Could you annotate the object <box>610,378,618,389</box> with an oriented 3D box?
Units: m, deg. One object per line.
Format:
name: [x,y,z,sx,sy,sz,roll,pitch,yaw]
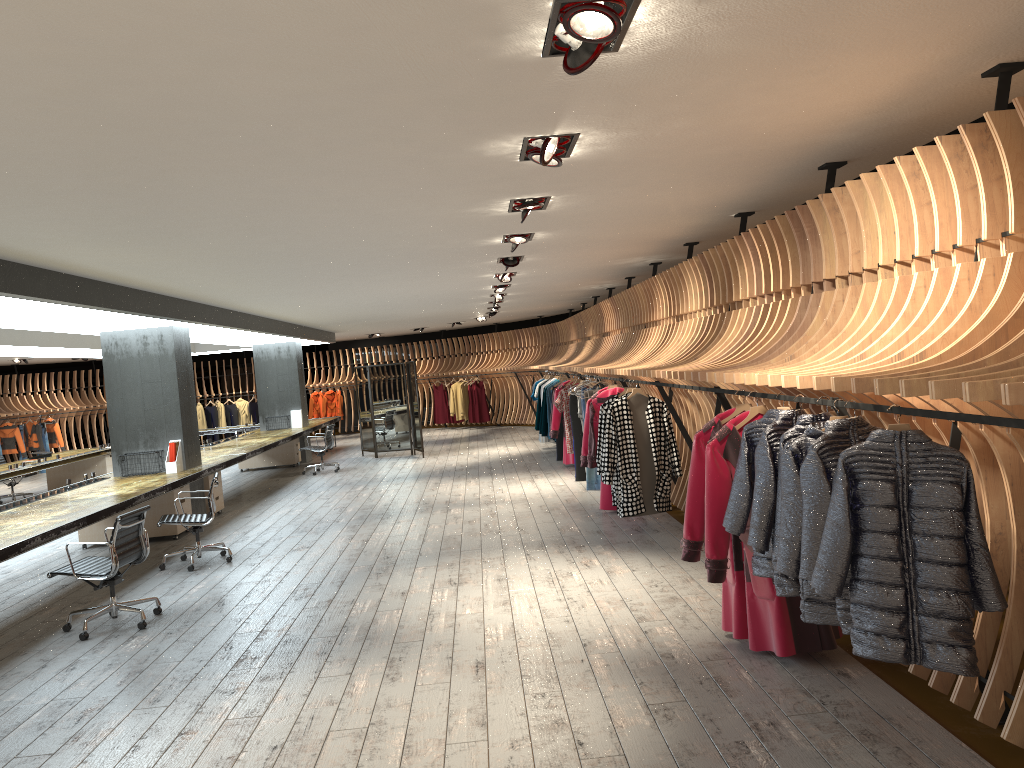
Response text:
object: [1.097,0.067,9.522,0.525,0.270,0.012,-5,1,28]

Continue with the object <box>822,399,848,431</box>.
object: [1.354,0.175,3.661,0.440,0.226,0.010,-5,1,23]

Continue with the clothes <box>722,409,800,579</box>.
clothes: [1.341,0.547,4.357,0.745,0.854,0.166,-4,1,43]

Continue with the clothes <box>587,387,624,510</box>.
clothes: [1.173,0.686,9.544,0.839,1.312,0.321,-5,1,27]

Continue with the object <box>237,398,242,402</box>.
object: [-7.781,0.453,25.401,0.525,0.270,0.012,-5,1,23]

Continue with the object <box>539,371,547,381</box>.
object: [0.723,-0.140,18.511,0.525,0.270,0.012,-6,1,-12]

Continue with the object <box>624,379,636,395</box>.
object: [1.146,0.090,8.460,0.525,0.270,0.012,-5,1,-2]

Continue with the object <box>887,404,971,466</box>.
object: [1.390,0.185,3.176,0.440,0.226,0.010,-4,1,38]

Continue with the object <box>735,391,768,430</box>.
object: [1.341,0.179,4.762,0.523,0.291,0.015,-5,1,8]

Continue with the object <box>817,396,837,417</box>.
object: [1.377,0.171,3.820,0.438,0.242,0.016,-5,1,23]

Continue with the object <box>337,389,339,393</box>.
object: [-5.028,0.197,25.626,0.012,0.270,0.525,-5,1,-22]

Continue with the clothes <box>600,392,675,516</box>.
clothes: [1.214,0.651,8.486,0.773,1.160,0.191,-5,1,-2]

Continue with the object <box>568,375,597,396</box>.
object: [1.013,0.003,12.118,0.525,0.270,0.012,-5,1,-2]

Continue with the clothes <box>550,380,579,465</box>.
clothes: [0.999,0.588,13.678,0.839,1.312,0.321,-5,1,7]

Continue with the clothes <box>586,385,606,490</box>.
clothes: [1.076,0.792,11.278,0.373,1.536,0.312,-5,1,9]

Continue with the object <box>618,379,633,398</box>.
object: [1.161,0.080,8.786,0.525,0.270,0.012,-5,1,18]

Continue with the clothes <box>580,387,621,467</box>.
clothes: [1.159,0.679,9.832,0.839,1.312,0.321,-5,1,17]

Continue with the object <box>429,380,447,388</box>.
object: [-2.045,-0.042,24.438,0.525,0.270,0.012,-5,1,-2]

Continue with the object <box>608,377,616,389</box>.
object: [1.119,0.056,9.846,0.525,0.270,0.012,-5,1,18]

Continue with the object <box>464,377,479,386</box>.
object: [-1.043,-0.110,23.553,0.525,0.270,0.012,-6,1,-27]

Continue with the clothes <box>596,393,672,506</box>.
clothes: [1.189,0.645,8.777,0.772,1.160,0.191,-5,1,18]

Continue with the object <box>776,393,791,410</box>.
object: [1.338,0.154,4.351,0.010,0.226,0.440,-6,1,-42]

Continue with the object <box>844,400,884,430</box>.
object: [1.390,0.182,3.543,0.438,0.244,0.010,-5,1,-2]

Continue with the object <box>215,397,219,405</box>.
object: [-8.359,0.513,25.198,0.525,0.270,0.012,-4,1,43]

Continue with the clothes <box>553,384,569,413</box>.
clothes: [1.007,0.492,13.058,0.760,1.020,0.188,-5,1,-2]

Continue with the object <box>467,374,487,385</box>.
object: [-0.933,-0.117,23.436,0.525,0.270,0.012,-5,1,-2]

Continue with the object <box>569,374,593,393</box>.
object: [0.996,-0.001,12.331,0.525,0.270,0.012,-4,1,38]

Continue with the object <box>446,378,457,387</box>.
object: [-1.584,-0.075,24.093,0.525,0.270,0.012,-6,1,-37]

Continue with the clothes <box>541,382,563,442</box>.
clothes: [0.926,0.466,15.513,0.913,1.081,0.238,-5,1,-3]

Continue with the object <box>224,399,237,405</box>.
object: [-8.070,0.484,25.293,0.525,0.270,0.012,-5,1,23]

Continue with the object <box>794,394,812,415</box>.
object: [1.350,0.160,4.115,0.440,0.226,0.010,-6,1,-12]

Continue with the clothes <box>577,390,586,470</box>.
clothes: [1.039,0.644,11.819,0.278,1.141,0.172,-5,1,5]

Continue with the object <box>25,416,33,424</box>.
object: [-11.861,0.923,21.803,0.525,0.270,0.012,-5,1,18]

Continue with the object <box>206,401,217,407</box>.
object: [-8.537,0.531,25.112,0.525,0.270,0.012,-4,1,33]

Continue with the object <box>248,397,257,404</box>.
object: [-7.416,0.415,25.497,0.012,0.270,0.525,-5,1,23]

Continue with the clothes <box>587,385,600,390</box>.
clothes: [1.115,0.664,11.424,0.277,1.291,0.316,-6,1,-38]

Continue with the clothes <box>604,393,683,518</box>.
clothes: [1.210,0.657,8.262,0.773,1.160,0.191,-5,1,-12]

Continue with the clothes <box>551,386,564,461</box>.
clothes: [0.956,0.690,14.725,0.539,1.352,0.087,-5,1,2]

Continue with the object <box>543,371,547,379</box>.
object: [0.736,-0.137,18.374,0.525,0.270,0.012,-5,1,13]

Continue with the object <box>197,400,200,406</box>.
object: [-8.818,0.561,24.984,0.012,0.270,0.525,-6,1,-37]

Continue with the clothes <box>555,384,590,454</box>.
clothes: [1.001,0.496,12.835,0.760,1.030,0.179,-5,1,-17]

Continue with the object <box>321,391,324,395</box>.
object: [-5.504,0.239,25.684,0.012,0.270,0.525,-5,1,3]

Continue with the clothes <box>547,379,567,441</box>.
clothes: [0.942,0.445,15.198,0.715,1.087,0.257,-5,1,3]

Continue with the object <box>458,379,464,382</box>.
object: [-1.364,-0.094,23.884,0.525,0.270,0.012,-5,1,-2]

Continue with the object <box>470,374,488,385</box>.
object: [-0.872,-0.121,23.355,0.525,0.270,0.012,-6,1,-27]

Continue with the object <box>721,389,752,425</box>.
object: [1.322,0.163,5.035,0.525,0.270,0.012,-5,1,28]

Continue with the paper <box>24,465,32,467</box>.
paper: [-7.737,1.307,14.083,0.176,0.004,0.130,-5,2,4]

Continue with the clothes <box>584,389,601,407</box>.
clothes: [1.060,0.452,10.987,0.278,0.767,0.263,-5,1,5]

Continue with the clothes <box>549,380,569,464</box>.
clothes: [0.988,0.581,13.967,0.840,1.312,0.321,-5,1,-3]

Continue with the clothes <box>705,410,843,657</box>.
clothes: [1.442,0.791,4.749,0.840,1.316,0.318,-5,1,5]

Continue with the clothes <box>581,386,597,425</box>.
clothes: [1.082,0.777,11.571,0.277,1.542,0.316,-5,1,-3]

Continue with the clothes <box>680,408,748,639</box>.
clothes: [1.359,0.786,5.024,0.839,1.312,0.321,-5,1,27]

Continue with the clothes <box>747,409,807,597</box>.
clothes: [1.324,0.542,4.076,0.501,0.854,0.245,-5,1,-18]

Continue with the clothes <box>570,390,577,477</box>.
clothes: [1.058,0.744,12.334,0.539,1.352,0.087,-5,1,37]

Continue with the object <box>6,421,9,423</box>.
object: [-12.090,0.955,21.257,0.525,0.270,0.012,-5,1,13]

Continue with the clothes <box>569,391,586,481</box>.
clothes: [1.083,0.747,12.132,0.539,1.352,0.087,-5,1,-3]

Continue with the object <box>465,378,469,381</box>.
object: [-1.214,-0.103,23.720,0.012,0.270,0.525,-5,1,38]

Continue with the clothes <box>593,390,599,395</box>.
clothes: [1.189,0.438,10.818,0.336,0.776,0.255,-5,1,13]
